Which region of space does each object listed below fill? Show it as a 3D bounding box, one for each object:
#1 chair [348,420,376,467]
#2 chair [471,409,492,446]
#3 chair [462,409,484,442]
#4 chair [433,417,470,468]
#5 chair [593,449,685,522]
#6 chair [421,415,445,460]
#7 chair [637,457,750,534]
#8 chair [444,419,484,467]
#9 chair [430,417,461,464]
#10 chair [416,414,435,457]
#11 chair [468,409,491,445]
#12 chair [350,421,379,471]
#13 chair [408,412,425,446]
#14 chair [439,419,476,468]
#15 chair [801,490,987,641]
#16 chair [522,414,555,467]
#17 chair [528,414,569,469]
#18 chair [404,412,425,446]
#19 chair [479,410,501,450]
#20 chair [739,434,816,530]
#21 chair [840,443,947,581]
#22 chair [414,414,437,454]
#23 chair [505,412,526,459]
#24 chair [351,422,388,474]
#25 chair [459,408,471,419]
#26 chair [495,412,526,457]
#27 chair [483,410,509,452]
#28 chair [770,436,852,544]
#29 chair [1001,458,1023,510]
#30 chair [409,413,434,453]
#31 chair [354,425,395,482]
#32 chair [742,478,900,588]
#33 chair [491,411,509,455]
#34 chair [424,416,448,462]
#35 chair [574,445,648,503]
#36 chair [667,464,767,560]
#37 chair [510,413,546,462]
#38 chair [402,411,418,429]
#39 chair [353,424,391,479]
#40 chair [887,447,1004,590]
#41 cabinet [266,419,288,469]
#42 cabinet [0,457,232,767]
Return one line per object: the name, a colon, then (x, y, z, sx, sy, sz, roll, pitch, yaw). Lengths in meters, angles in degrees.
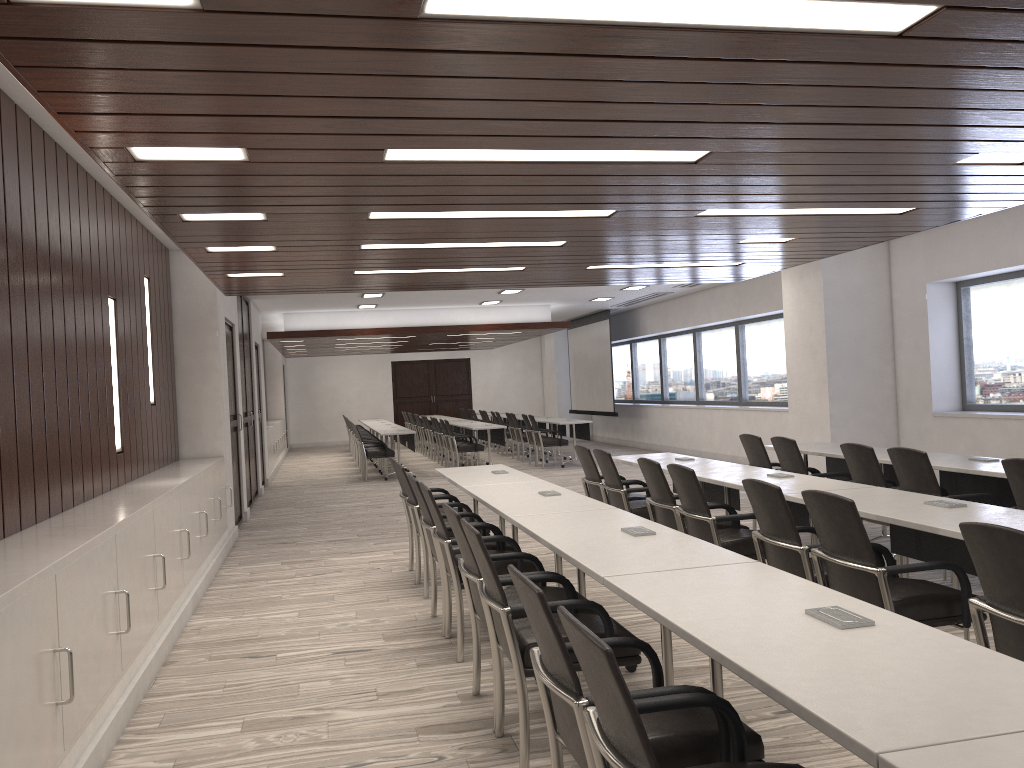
chair: (-2.946, 1.171, 17.807, 0.638, 0.939, 0.513, -3, 0, -12)
chair: (-0.642, 1.063, 21.422, 0.638, 0.939, 0.513, -3, 0, -13)
chair: (-0.962, 1.083, 22.910, 0.638, 0.939, 0.513, -3, 0, -11)
chair: (-1.134, 1.076, 16.650, 0.638, 0.939, 0.513, -3, 0, -13)
chair: (0.979, 0.943, 6.772, 0.638, 0.939, 0.513, -3, 0, -13)
chair: (-1.573, 1.103, 18.640, 0.638, 0.939, 0.513, -3, 0, -11)
chair: (1.183, 0.930, 5.791, 0.638, 0.939, 0.513, -3, 0, -12)
chair: (-0.817, 1.056, 15.160, 0.638, 0.939, 0.513, -3, 0, -12)
chair: (-1.242, 1.083, 17.158, 0.638, 0.939, 0.513, -3, 0, -12)
chair: (-1.785, 1.117, 19.625, 0.638, 0.939, 0.513, -3, 0, -12)
chair: (-0.752, 1.070, 21.943, 0.638, 0.939, 0.513, -3, 0, -12)
chair: (-2.732, 1.158, 16.852, 0.638, 0.939, 0.513, -3, 0, -11)
chair: (-2.201, 1.143, 21.626, 0.638, 0.939, 0.513, -3, 0, -12)
chair: (-0.940, 1.063, 15.678, 0.638, 0.939, 0.513, -3, 0, -13)
chair: (1.627, 0.902, 3.799, 0.638, 0.939, 0.513, -3, 0, -13)
chair: (0.523, 0.990, 15.987, 0.638, 0.939, 0.513, -3, 0, -13)
chair: (0.633, 0.983, 15.475, 0.638, 0.939, 0.513, -3, 0, -11)
chair: (-2.407, 1.156, 22.604, 0.638, 0.939, 0.513, -3, 0, -12)
chair: (-0.416, 1.049, 20.449, 0.638, 0.939, 0.513, -3, 0, -13)
chair: (2.325, 0.876, 7.596, 0.638, 0.939, 0.513, -3, 0, -12)
chair: (2.654, 0.856, 6.115, 0.638, 0.939, 0.513, -3, 0, -12)
chair: (-1.885, 1.123, 20.140, 0.638, 0.939, 0.513, -3, 0, -12)
chair: (0.220, 1.009, 17.481, 0.638, 0.939, 0.513, -3, 0, -13)
chair: (-2.621, 1.151, 16.331, 0.638, 0.939, 0.513, -3, 0, -13)
chair: (-1.063, 1.090, 23.422, 0.638, 0.939, 0.513, -3, 0, -12)
chair: (-0.004, 1.023, 18.446, 0.638, 0.939, 0.513, -3, 0, -12)
chair: (-0.312, 1.042, 19.934, 0.638, 0.939, 0.513, -3, 0, -12)
chair: (2.450, 0.869, 7.090, 0.638, 0.939, 0.513, -3, 0, -12)
chair: (2.965, 0.836, 4.623, 0.638, 0.939, 0.513, -3, 0, -12)
chair: (-2.099, 1.136, 21.116, 0.638, 0.939, 0.513, -3, 0, -12)
chair: (-2.294, 1.130, 14.841, 0.638, 0.939, 0.513, -3, 0, -11)
chair: (1.497, 0.910, 4.313, 0.638, 0.939, 0.513, -3, 0, -11)
chair: (-0.112, 1.030, 18.959, 0.638, 0.939, 0.513, -3, 0, -11)
chair: (-1.461, 1.096, 18.135, 0.638, 0.939, 0.513, -3, 0, -12)
chair: (0.871, 0.950, 7.288, 0.638, 0.939, 0.513, -3, 0, -13)
chair: (1.291, 0.923, 5.278, 0.638, 0.939, 0.513, -3, 0, -13)
chair: (0.312, 1.003, 16.966, 0.638, 0.939, 0.513, -3, 0, -12)
chair: (-2.532, 1.164, 23.107, 0.638, 0.939, 0.513, -3, 0, -13)
chair: (-2.412, 1.138, 15.350, 0.638, 0.939, 0.513, -3, 0, -13)
chair: (2.769, 0.849, 5.605, 0.638, 0.939, 0.513, -3, 0, -12)
cabinet: (-5.206, 1.210, 19.061, 0.476, 0.698, 7.540, -3, 0, -12)
cabinet: (-2.178, 1.020, 4.949, 0.476, 0.698, 7.540, -3, 0, -12)
